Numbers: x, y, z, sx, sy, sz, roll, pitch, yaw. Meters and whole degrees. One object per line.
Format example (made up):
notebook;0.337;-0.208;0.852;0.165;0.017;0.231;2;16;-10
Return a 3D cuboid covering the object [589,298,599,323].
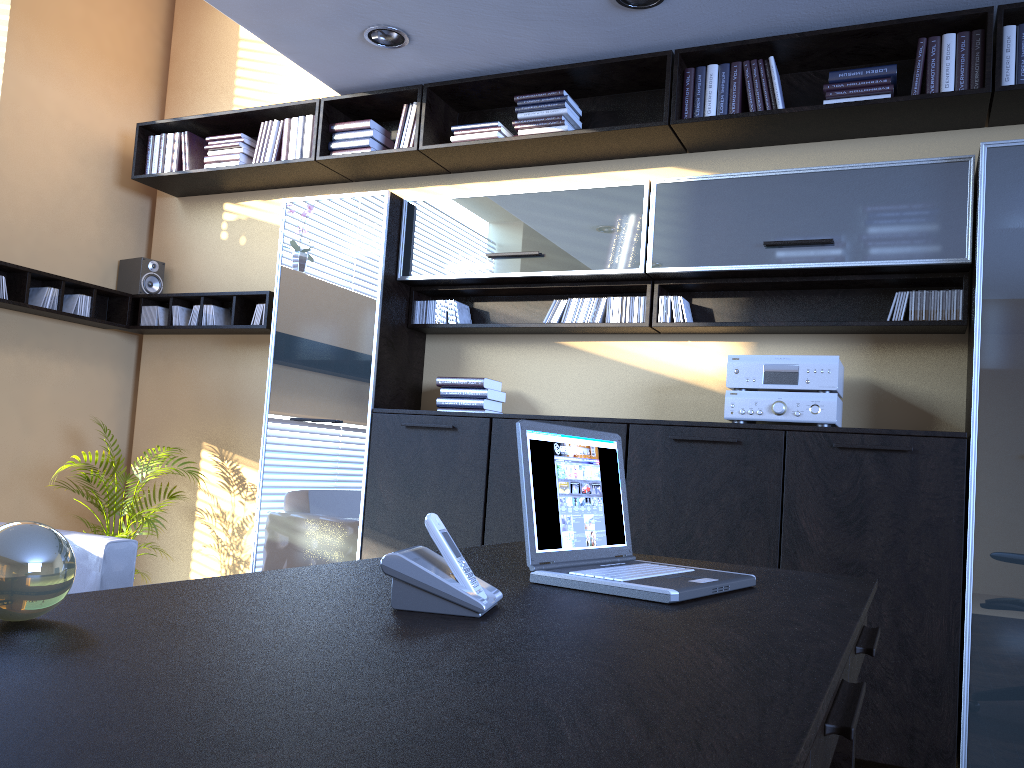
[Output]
object;0.410;-0.337;4.206;0.040;0.118;0.142;2;-5;25

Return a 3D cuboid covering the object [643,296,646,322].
object;0.635;-0.332;4.102;0.009;0.120;0.142;2;-5;24

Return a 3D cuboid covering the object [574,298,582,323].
object;0.339;-0.338;4.243;0.036;0.115;0.140;2;-5;24

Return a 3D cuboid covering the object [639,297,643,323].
object;0.619;-0.332;4.115;0.009;0.120;0.142;2;-5;25

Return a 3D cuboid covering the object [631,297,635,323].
object;0.583;-0.332;4.133;0.009;0.120;0.142;2;-5;25

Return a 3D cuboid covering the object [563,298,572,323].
object;0.291;-0.340;4.261;0.040;0.118;0.142;2;-5;25

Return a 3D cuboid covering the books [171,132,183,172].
books;-1.938;-1.339;5.297;0.050;0.258;0.208;2;-5;24

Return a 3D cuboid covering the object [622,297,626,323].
object;0.543;-0.334;4.142;0.009;0.120;0.142;2;-5;25

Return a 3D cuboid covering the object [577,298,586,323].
object;0.358;-0.338;4.236;0.040;0.118;0.142;2;-5;25

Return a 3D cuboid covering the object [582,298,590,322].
object;0.375;-0.338;4.224;0.036;0.115;0.140;2;-5;25

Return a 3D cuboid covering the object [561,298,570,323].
object;0.282;-0.340;4.265;0.040;0.118;0.142;2;-5;24

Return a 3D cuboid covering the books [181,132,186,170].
books;-1.880;-1.337;5.273;0.075;0.259;0.208;2;-5;24

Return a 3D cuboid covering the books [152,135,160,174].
books;-2.079;-1.342;5.364;0.050;0.258;0.208;2;-5;24

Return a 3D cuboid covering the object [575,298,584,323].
object;0.347;-0.338;4.238;0.040;0.118;0.142;2;-5;25

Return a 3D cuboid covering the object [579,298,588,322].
object;0.364;-0.338;4.225;0.036;0.115;0.140;2;-5;24

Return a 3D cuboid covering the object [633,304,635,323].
object;0.594;-0.332;4.133;0.009;0.120;0.142;2;-5;25

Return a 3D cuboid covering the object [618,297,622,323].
object;0.526;-0.334;4.153;0.009;0.120;0.142;2;-5;25

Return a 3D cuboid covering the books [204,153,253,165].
books;-1.614;-1.277;5.145;0.258;0.050;0.208;2;-6;24

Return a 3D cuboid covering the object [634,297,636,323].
object;0.593;-0.332;4.128;0.006;0.118;0.140;2;-5;25

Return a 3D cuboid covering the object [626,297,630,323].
object;0.562;-0.334;4.135;0.009;0.120;0.142;2;-5;25

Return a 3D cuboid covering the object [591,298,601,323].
object;0.421;-0.336;4.206;0.040;0.118;0.142;2;-5;24

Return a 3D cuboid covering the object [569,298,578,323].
object;0.321;-0.339;4.253;0.040;0.118;0.142;2;-5;25

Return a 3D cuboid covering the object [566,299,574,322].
object;0.302;-0.339;4.259;0.036;0.115;0.140;2;-5;25

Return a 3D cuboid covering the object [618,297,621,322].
object;0.525;-0.335;4.151;0.006;0.118;0.140;2;-5;24

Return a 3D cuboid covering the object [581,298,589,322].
object;0.375;-0.338;4.226;0.040;0.118;0.142;2;-5;25

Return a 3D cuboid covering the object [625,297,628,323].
object;0.557;-0.333;4.148;0.009;0.120;0.142;2;-5;25

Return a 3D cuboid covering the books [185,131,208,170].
books;-1.853;-1.337;5.255;0.075;0.259;0.208;2;-5;24

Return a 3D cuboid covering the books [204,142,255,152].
books;-1.610;-1.347;5.140;0.258;0.028;0.208;1;-6;25

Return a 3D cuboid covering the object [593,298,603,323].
object;0.430;-0.336;4.201;0.040;0.118;0.142;2;-5;24

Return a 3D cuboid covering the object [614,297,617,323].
object;0.508;-0.335;4.162;0.006;0.118;0.140;2;-5;25

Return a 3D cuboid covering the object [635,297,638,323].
object;0.599;-0.333;4.119;0.009;0.120;0.142;2;-5;25

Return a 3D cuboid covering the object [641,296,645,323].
object;0.625;-0.332;4.104;0.009;0.120;0.142;2;-5;25

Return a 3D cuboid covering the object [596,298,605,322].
object;0.438;-0.336;4.193;0.036;0.115;0.140;2;-5;25

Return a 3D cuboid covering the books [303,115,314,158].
books;-1.066;-1.318;4.889;0.050;0.258;0.208;2;-5;25

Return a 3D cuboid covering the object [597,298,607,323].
object;0.448;-0.336;4.191;0.040;0.118;0.142;2;-5;25

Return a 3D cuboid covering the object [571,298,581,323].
object;0.327;-0.339;4.243;0.040;0.118;0.142;2;-5;25

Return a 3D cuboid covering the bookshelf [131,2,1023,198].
bookshelf;0.157;-1.304;4.356;5.123;0.340;0.362;1;-5;25

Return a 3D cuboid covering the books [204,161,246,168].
books;-1.610;-1.227;5.132;0.258;0.050;0.208;1;-6;25

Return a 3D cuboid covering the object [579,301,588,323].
object;0.366;-0.338;4.231;0.040;0.118;0.142;2;-5;24

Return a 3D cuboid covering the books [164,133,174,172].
books;-1.986;-1.340;5.318;0.050;0.258;0.208;2;-5;25

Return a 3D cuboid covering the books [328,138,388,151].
books;-0.821;-1.258;4.773;0.258;0.050;0.208;1;-6;24

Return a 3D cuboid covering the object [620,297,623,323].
object;0.537;-0.334;4.152;0.009;0.120;0.142;2;-5;25

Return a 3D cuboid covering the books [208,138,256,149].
books;-1.591;-1.373;5.151;0.258;0.028;0.208;2;-6;24

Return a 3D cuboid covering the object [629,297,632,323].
object;0.572;-0.333;4.133;0.009;0.120;0.142;2;-5;24

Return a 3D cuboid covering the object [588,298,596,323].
object;0.404;-0.337;4.217;0.040;0.118;0.142;2;-5;25

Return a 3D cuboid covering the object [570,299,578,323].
object;0.320;-0.339;4.251;0.036;0.115;0.140;2;-5;25

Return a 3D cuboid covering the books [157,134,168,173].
books;-2.036;-1.342;5.333;0.050;0.258;0.208;2;-5;24

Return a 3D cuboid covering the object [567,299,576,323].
object;0.310;-0.339;4.253;0.036;0.115;0.140;2;-5;25

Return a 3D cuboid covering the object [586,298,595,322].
object;0.394;-0.337;4.218;0.040;0.118;0.142;2;-5;25

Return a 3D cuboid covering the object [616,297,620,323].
object;0.515;-0.335;4.154;0.009;0.120;0.142;2;-5;25

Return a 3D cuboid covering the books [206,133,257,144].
books;-1.609;-1.402;5.160;0.258;0.028;0.208;1;-6;24

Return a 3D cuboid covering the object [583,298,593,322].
object;0.382;-0.338;4.216;0.040;0.118;0.142;2;-5;25

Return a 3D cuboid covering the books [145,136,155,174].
books;-2.128;-1.344;5.383;0.050;0.258;0.208;2;-5;25

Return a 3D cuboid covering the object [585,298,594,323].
object;0.392;-0.338;4.213;0.036;0.115;0.140;2;-5;25

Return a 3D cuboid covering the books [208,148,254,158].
books;-1.594;-1.316;5.152;0.258;0.028;0.208;1;-6;25

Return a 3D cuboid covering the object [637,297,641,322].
object;0.608;-0.332;4.115;0.009;0.120;0.142;2;-5;25
